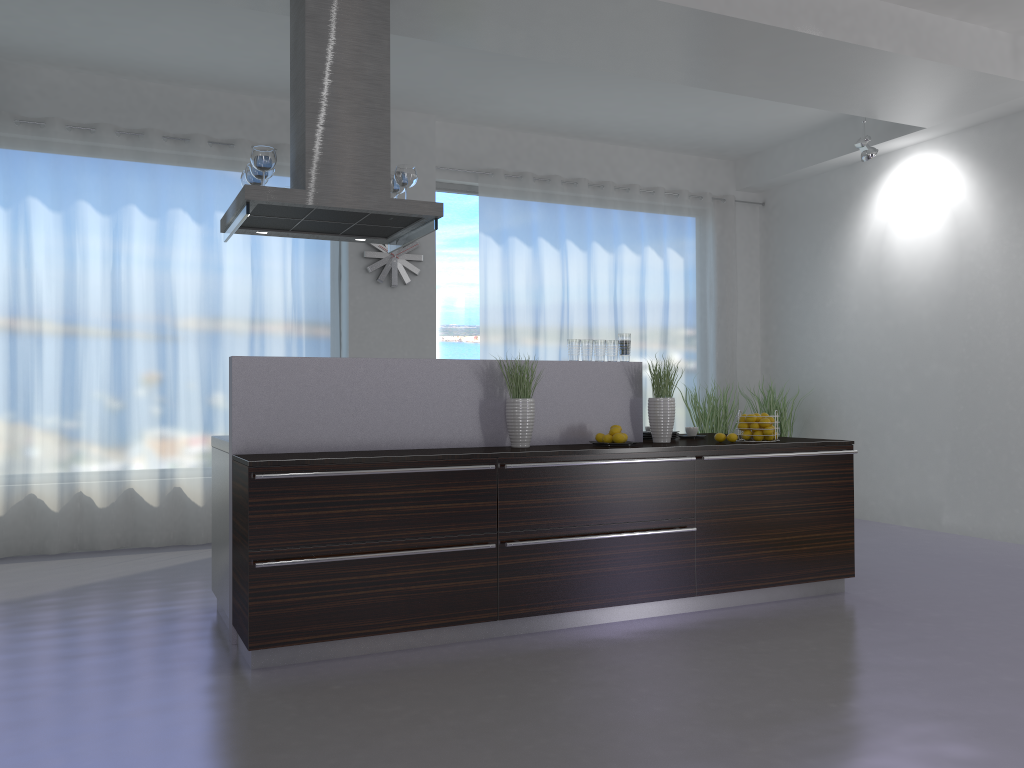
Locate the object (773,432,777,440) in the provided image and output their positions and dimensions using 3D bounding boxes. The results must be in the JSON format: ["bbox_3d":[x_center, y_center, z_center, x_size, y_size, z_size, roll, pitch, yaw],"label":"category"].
[{"bbox_3d":[1.466,0.290,4.978,0.053,0.052,0.062,-1,-1,14],"label":"object"}]

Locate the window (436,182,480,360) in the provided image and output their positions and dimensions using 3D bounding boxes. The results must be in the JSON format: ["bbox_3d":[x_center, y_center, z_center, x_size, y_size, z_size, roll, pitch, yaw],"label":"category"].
[{"bbox_3d":[0.593,-0.519,8.386,3.000,2.500,0.100,0,-1,-25],"label":"window"}]

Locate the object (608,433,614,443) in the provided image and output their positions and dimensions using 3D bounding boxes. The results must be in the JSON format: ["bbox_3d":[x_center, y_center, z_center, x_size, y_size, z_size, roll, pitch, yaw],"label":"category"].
[{"bbox_3d":[0.523,0.283,4.643,0.057,0.060,0.071,0,-1,-24],"label":"object"}]

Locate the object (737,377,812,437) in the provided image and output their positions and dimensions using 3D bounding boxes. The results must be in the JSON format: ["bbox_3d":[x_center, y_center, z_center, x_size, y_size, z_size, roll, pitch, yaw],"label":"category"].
[{"bbox_3d":[2.453,0.555,8.429,0.656,1.334,0.713,0,-1,-40],"label":"object"}]

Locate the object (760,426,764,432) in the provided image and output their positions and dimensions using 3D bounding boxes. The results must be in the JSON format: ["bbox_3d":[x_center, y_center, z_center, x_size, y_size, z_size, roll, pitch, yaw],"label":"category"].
[{"bbox_3d":[1.407,0.250,4.936,0.051,0.053,0.062,0,-1,-17],"label":"object"}]

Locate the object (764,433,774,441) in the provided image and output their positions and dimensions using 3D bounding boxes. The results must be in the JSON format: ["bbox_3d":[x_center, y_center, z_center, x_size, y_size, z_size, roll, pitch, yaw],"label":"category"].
[{"bbox_3d":[1.420,0.289,4.904,0.051,0.053,0.063,0,-1,-17],"label":"object"}]

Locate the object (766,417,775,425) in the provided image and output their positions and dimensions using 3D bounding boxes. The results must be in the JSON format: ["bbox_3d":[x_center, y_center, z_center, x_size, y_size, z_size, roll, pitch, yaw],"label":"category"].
[{"bbox_3d":[1.434,0.203,4.934,0.051,0.053,0.063,0,-1,-12],"label":"object"}]

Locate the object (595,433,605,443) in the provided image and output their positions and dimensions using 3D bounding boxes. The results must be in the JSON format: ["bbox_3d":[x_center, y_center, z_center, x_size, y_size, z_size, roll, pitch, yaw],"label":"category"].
[{"bbox_3d":[0.465,0.283,4.631,0.061,0.054,0.052,-1,-1,22],"label":"object"}]

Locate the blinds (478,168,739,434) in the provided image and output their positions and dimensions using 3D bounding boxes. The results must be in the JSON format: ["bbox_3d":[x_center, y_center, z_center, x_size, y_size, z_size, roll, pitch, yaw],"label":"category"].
[{"bbox_3d":[1.009,-0.335,8.330,2.830,3.112,0.120,0,-1,-25],"label":"blinds"}]

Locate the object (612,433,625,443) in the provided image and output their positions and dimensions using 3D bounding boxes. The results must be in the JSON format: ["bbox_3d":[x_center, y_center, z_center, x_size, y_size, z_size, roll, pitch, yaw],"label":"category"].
[{"bbox_3d":[0.549,0.281,4.558,0.070,0.058,0.060,0,-1,-26],"label":"object"}]

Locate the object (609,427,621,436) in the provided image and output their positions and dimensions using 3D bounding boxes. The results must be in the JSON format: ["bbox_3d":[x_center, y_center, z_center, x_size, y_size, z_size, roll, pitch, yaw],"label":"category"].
[{"bbox_3d":[0.534,0.248,4.603,0.061,0.047,0.053,0,-1,-22],"label":"object"}]

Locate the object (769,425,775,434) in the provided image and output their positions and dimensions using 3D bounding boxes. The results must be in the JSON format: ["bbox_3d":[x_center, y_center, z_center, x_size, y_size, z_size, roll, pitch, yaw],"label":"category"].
[{"bbox_3d":[1.437,0.254,4.928,0.051,0.055,0.061,-1,-1,44],"label":"object"}]

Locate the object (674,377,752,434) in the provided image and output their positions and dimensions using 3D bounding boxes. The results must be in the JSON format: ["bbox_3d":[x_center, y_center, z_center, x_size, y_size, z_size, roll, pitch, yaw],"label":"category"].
[{"bbox_3d":[1.868,0.553,8.120,0.713,1.334,0.656,0,-1,-25],"label":"object"}]

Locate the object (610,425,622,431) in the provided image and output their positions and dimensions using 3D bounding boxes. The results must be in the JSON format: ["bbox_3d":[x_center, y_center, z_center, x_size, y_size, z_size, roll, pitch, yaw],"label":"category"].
[{"bbox_3d":[0.546,0.238,4.654,0.063,0.048,0.053,-1,-1,31],"label":"object"}]

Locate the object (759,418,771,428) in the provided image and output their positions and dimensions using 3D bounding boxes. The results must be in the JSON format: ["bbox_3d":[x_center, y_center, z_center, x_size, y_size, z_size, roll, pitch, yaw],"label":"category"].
[{"bbox_3d":[1.394,0.214,4.891,0.061,0.052,0.053,0,-1,-12],"label":"object"}]

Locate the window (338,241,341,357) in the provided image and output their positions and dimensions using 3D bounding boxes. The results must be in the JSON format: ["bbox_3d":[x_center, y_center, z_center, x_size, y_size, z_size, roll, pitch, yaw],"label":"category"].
[{"bbox_3d":[-2.805,-0.526,6.798,3.000,2.500,0.100,0,-1,-25],"label":"window"}]

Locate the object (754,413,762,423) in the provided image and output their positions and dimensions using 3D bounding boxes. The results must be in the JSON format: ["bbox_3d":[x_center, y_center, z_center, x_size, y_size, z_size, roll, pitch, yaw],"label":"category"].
[{"bbox_3d":[1.366,0.189,4.953,0.051,0.053,0.063,0,-1,-24],"label":"object"}]

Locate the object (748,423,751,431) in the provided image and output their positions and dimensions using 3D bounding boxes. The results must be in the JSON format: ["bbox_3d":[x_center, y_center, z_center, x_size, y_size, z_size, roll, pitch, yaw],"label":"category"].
[{"bbox_3d":[1.334,0.234,4.963,0.064,0.053,0.051,0,-1,-22],"label":"object"}]

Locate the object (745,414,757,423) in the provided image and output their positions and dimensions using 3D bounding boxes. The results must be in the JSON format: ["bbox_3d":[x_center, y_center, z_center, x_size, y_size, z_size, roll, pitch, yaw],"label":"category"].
[{"bbox_3d":[1.323,0.192,4.912,0.063,0.051,0.053,-1,-1,22],"label":"object"}]

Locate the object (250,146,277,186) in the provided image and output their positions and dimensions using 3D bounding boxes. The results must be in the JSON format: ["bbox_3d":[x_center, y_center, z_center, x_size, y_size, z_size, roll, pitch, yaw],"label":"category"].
[{"bbox_3d":[-1.205,-1.033,4.303,0.125,0.221,0.125,0,-1,0],"label":"object"}]

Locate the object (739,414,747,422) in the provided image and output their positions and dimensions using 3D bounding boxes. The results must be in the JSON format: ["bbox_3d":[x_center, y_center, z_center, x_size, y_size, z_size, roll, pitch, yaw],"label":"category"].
[{"bbox_3d":[1.298,0.197,4.958,0.052,0.060,0.057,0,-1,-37],"label":"object"}]

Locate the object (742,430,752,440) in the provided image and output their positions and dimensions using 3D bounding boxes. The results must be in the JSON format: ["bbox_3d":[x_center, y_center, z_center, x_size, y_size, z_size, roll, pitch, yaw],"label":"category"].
[{"bbox_3d":[1.304,0.283,4.921,0.060,0.057,0.052,0,-1,-23],"label":"object"}]

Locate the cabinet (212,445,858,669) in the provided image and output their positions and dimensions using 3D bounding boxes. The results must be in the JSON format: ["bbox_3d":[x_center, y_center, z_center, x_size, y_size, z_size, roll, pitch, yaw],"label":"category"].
[{"bbox_3d":[0.157,0.753,4.842,3.285,0.852,1.377,0,-1,-25],"label":"cabinet"}]

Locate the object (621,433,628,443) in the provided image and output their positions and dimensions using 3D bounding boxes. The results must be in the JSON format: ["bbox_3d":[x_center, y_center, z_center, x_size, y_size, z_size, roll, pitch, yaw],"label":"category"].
[{"bbox_3d":[0.575,0.282,4.617,0.052,0.054,0.061,-1,-1,42],"label":"object"}]

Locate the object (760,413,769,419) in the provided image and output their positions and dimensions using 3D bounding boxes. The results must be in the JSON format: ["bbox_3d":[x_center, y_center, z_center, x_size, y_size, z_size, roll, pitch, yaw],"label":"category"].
[{"bbox_3d":[1.425,0.191,5.001,0.050,0.060,0.059,0,-1,-25],"label":"object"}]

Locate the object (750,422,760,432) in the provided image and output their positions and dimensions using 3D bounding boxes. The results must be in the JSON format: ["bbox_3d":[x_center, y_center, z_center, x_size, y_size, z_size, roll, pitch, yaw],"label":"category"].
[{"bbox_3d":[1.344,0.237,4.907,0.052,0.053,0.062,-1,-1,37],"label":"object"}]

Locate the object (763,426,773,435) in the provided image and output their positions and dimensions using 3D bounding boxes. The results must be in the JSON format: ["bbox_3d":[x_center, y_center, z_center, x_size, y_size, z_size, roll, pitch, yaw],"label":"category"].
[{"bbox_3d":[1.405,0.260,4.866,0.052,0.054,0.061,-1,-1,42],"label":"object"}]

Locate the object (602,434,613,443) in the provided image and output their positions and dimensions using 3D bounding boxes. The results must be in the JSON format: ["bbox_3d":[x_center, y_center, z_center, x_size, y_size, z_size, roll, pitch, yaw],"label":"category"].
[{"bbox_3d":[0.496,0.286,4.584,0.063,0.051,0.053,0,-1,-21],"label":"object"}]

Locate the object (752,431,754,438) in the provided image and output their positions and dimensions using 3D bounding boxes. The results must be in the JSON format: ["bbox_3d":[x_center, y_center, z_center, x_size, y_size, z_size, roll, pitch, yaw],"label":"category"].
[{"bbox_3d":[1.362,0.283,4.944,0.057,0.060,0.052,0,-1,-19],"label":"object"}]

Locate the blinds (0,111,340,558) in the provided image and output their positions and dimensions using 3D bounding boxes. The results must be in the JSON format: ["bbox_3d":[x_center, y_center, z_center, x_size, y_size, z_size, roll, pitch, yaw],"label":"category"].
[{"bbox_3d":[-2.856,-0.343,6.523,3.245,3.112,0.120,0,-1,-25],"label":"blinds"}]

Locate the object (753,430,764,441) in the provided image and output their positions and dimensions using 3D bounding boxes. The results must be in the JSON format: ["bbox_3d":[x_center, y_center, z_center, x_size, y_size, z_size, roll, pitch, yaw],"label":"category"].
[{"bbox_3d":[1.362,0.288,4.901,0.064,0.063,0.074,0,-1,-5],"label":"object"}]
